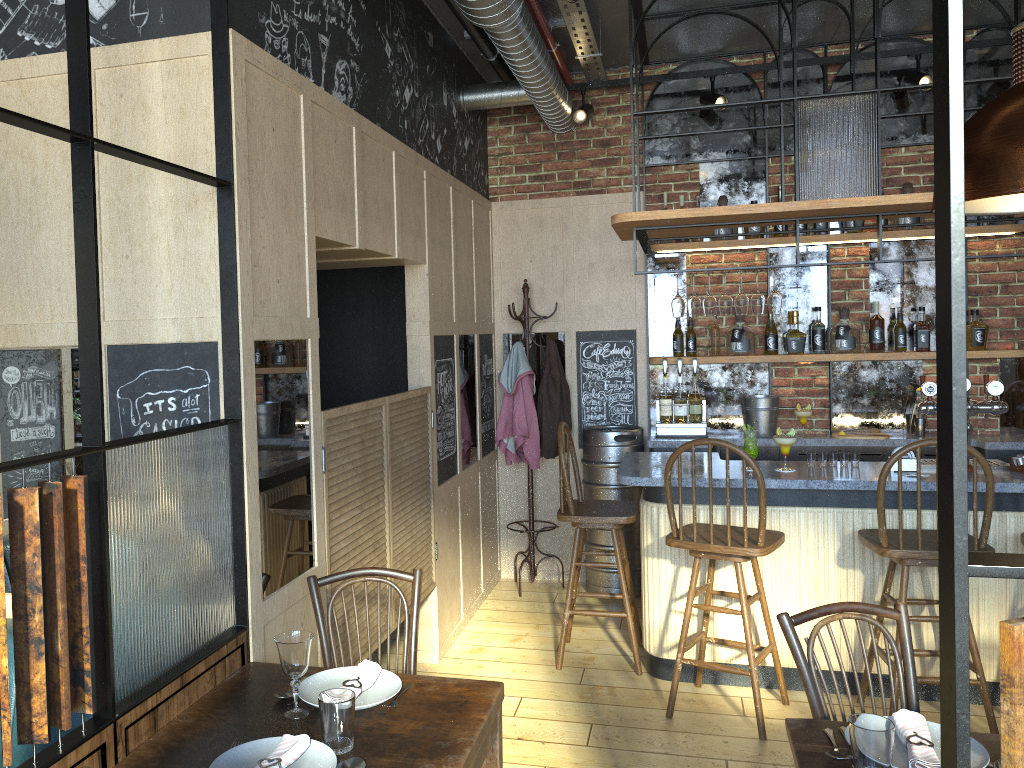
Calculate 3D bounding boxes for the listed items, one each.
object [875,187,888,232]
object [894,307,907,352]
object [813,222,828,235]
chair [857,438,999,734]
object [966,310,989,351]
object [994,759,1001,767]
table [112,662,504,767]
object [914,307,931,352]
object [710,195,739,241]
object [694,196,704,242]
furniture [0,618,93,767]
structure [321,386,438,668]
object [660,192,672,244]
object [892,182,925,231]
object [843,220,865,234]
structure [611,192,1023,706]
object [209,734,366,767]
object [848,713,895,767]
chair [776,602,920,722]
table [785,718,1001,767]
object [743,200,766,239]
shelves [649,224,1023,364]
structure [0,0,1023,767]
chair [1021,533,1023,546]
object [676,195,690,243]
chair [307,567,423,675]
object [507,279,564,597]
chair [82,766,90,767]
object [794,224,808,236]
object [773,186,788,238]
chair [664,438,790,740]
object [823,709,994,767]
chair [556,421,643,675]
[{"bbox_3d":[2.174,-1.022,5.183,0.067,0.263,0.064,-1,2,13],"label":"object"},{"bbox_3d":[2.268,-0.317,5.150,0.065,0.263,0.066,-2,2,-6],"label":"object"},{"bbox_3d":[1.843,-1.016,5.270,0.079,0.262,0.077,-1,2,15],"label":"object"},{"bbox_3d":[1.672,0.795,3.581,0.441,1.194,0.407,-1,2,7],"label":"chair"},{"bbox_3d":[2.642,-0.307,5.032,0.144,0.235,0.089,-2,2,0],"label":"object"},{"bbox_3d":[0.903,0.741,1.560,0.081,0.119,0.087,-3,2,-25],"label":"object"},{"bbox_3d":[-0.449,1.176,2.085,0.768,0.726,0.734,-1,3,13],"label":"table"},{"bbox_3d":[2.380,-0.317,5.117,0.079,0.262,0.077,-1,2,15],"label":"object"},{"bbox_3d":[1.300,-1.019,5.418,0.175,0.283,0.118,-1,2,28],"label":"object"},{"bbox_3d":[1.156,-1.019,5.460,0.053,0.288,0.058,-3,2,-38],"label":"object"},{"bbox_3d":[-1.905,1.170,2.103,1.477,0.821,1.459,-1,3,13],"label":"furniture"},{"bbox_3d":[1.608,0.466,4.072,4.923,0.993,1.290,-2,3,-10],"label":"structure"},{"bbox_3d":[0.962,-1.038,5.516,0.079,0.329,0.072,0,2,37],"label":"object"},{"bbox_3d":[2.309,-1.033,5.135,0.175,0.283,0.118,-1,2,28],"label":"object"},{"bbox_3d":[2.022,-1.020,5.215,0.120,0.264,0.114,-1,2,14],"label":"object"},{"bbox_3d":[1.778,0.245,4.531,2.395,2.172,1.702,-1,2,14],"label":"structure"},{"bbox_3d":[-0.487,0.802,1.850,0.334,0.051,0.262,-1,3,17],"label":"object"},{"bbox_3d":[0.721,0.735,1.765,0.083,0.119,0.086,-2,2,-11],"label":"object"},{"bbox_3d":[0.933,1.038,2.065,0.398,0.914,0.531,-2,2,-13],"label":"chair"},{"bbox_3d":[1.092,1.157,1.594,1.055,0.727,0.711,-1,3,14],"label":"table"},{"bbox_3d":[1.476,-0.997,5.365,0.148,0.235,0.086,-1,2,20],"label":"object"},{"bbox_3d":[1.937,-0.527,5.457,2.170,0.745,0.590,-1,2,15],"label":"shelves"},{"bbox_3d":[1.235,-0.203,2.635,5.832,3.323,6.059,-2,3,-3],"label":"structure"},{"bbox_3d":[2.256,0.787,3.418,0.447,1.194,0.401,-1,2,17],"label":"chair"},{"bbox_3d":[1.063,-1.026,5.505,0.089,0.302,0.083,-1,2,24],"label":"object"},{"bbox_3d":[-0.390,1.049,2.557,0.398,0.914,0.531,-2,2,-13],"label":"chair"},{"bbox_3d":[0.091,0.325,5.633,0.362,1.987,0.344,0,2,36],"label":"object"},{"bbox_3d":[-0.509,1.101,1.717,0.417,0.914,0.507,-1,2,18],"label":"chair"},{"bbox_3d":[1.742,-1.027,5.318,0.078,0.283,0.074,-1,2,15],"label":"object"},{"bbox_3d":[1.627,-1.042,5.342,0.080,0.318,0.081,-2,2,-6],"label":"object"},{"bbox_3d":[0.913,0.807,3.762,0.454,1.194,0.395,0,2,32],"label":"chair"},{"bbox_3d":[0.837,0.761,1.874,0.334,0.051,0.262,-1,3,17],"label":"object"},{"bbox_3d":[0.436,0.784,4.423,0.421,1.194,0.426,-1,2,12],"label":"chair"}]
